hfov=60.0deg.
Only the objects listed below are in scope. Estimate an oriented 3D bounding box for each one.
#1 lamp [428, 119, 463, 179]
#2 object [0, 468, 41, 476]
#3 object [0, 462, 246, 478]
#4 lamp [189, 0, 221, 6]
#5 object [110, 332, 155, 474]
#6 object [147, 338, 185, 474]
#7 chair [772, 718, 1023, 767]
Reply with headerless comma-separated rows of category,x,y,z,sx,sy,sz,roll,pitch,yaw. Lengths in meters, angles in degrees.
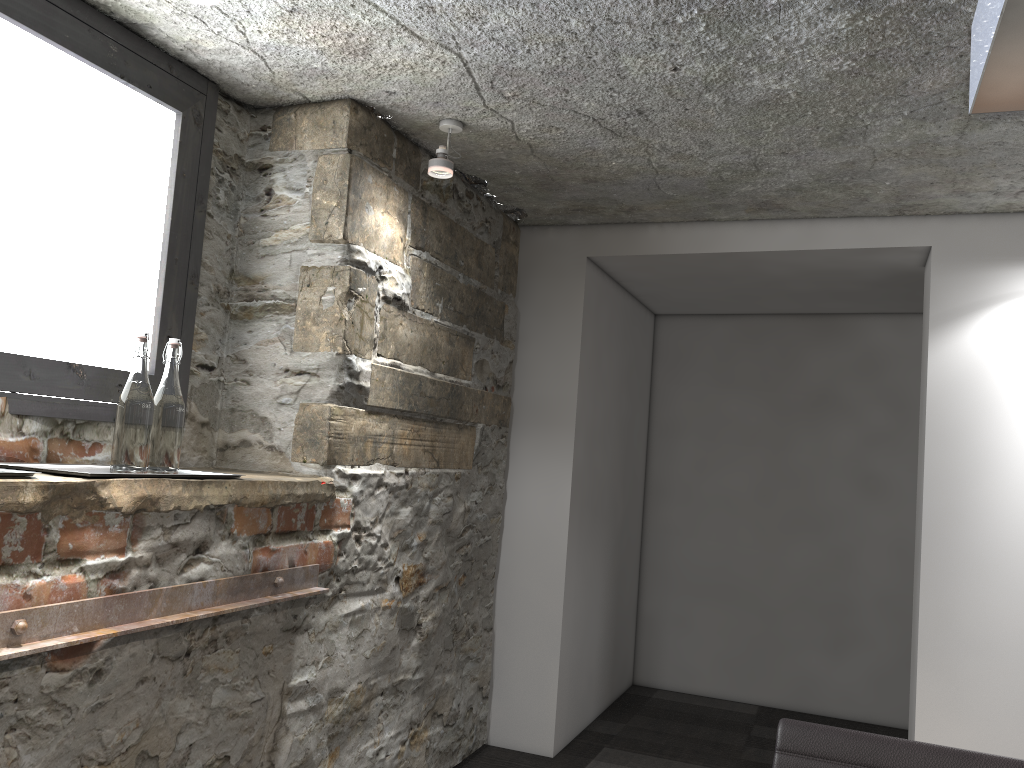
lamp,-0.198,-0.701,2.644,0.098,0.165,0.077,8,-6,-36
object,-1.050,0.129,1.398,0.310,0.007,0.457,2,-5,21
object,-0.849,0.187,1.921,0.310,0.007,0.457,2,-5,21
lamp,-0.569,-0.808,1.675,0.098,0.165,0.077,8,-6,-36
object,-0.793,0.040,1.871,0.073,0.300,0.073,5,-5,-10
object,-0.760,0.050,1.957,0.073,0.300,0.073,5,-5,-10
chair,0.454,0.858,0.852,0.693,0.837,0.667,3,-5,14
